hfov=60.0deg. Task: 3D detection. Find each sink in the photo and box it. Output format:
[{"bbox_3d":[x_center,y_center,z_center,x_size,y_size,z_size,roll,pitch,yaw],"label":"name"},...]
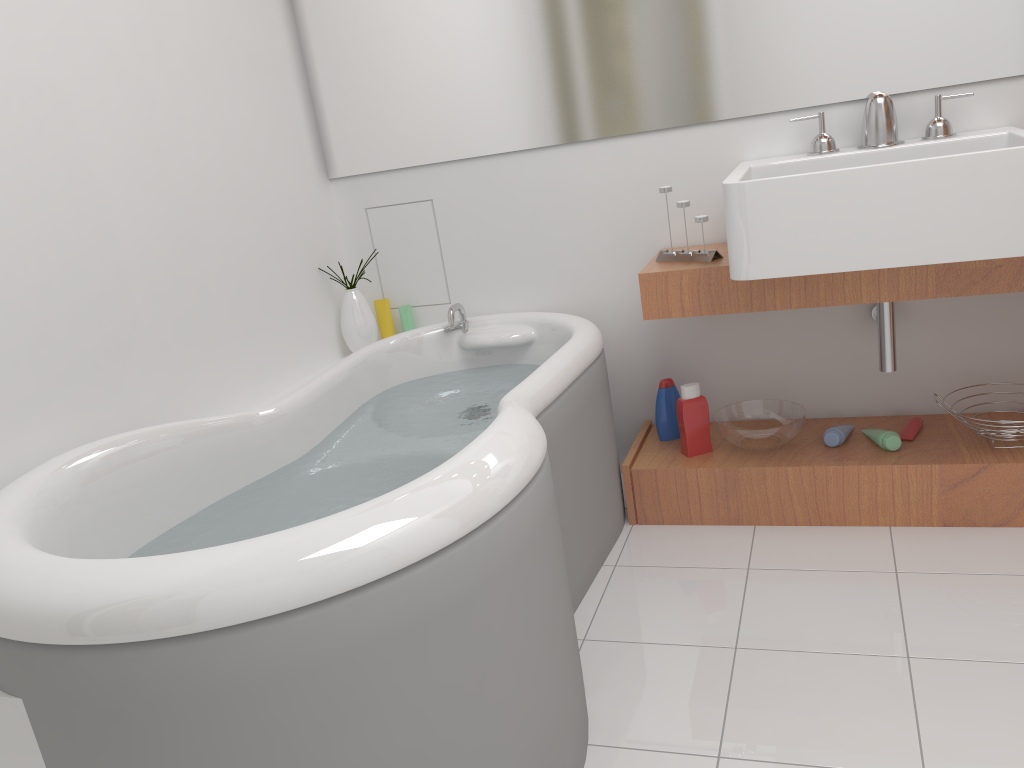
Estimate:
[{"bbox_3d":[0.882,-0.342,2.135,0.657,0.673,0.552,-3,17,20],"label":"sink"}]

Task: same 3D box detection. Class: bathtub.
[{"bbox_3d":[-0.284,0.293,2.048,1.055,0.674,1.863,-3,17,20],"label":"bathtub"}]

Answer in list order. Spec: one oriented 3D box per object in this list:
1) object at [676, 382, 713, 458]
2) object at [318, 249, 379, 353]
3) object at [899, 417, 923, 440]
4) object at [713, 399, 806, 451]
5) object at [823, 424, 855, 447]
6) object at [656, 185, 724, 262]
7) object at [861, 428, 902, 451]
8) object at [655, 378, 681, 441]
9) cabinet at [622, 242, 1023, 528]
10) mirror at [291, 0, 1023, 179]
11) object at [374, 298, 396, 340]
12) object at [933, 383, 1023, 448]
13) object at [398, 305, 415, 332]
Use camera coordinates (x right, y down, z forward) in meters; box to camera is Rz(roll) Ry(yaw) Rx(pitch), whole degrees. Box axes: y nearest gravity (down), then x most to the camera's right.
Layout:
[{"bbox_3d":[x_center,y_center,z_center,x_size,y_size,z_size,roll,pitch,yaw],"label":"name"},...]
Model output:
[{"bbox_3d":[0.503,0.100,2.454,0.079,0.207,0.046,-13,17,-13],"label":"object"},{"bbox_3d":[-0.481,-0.244,2.801,0.215,0.326,0.154,-21,20,-36],"label":"object"},{"bbox_3d":[1.072,0.123,2.384,0.042,0.037,0.133,4,21,38],"label":"object"},{"bbox_3d":[0.687,0.125,2.454,0.245,0.090,0.245,-11,16,-7],"label":"object"},{"bbox_3d":[0.896,0.123,2.435,0.059,0.052,0.187,1,19,31],"label":"object"},{"bbox_3d":[0.452,-0.423,2.316,0.059,0.203,0.182,-22,20,-36],"label":"object"},{"bbox_3d":[0.984,0.130,2.363,0.059,0.052,0.187,-8,16,5],"label":"object"},{"bbox_3d":[0.460,0.075,2.590,0.092,0.190,0.044,-13,17,-11],"label":"object"},{"bbox_3d":[1.097,-0.030,2.269,1.635,0.719,0.355,-3,17,20],"label":"cabinet"},{"bbox_3d":[0.542,-1.143,2.279,2.600,0.887,0.022,-3,17,20],"label":"mirror"},{"bbox_3d":[-0.415,-0.198,2.914,0.047,0.162,0.047,-23,21,-40],"label":"object"},{"bbox_3d":[1.243,0.084,2.227,0.291,0.126,0.291,-15,17,-20],"label":"object"},{"bbox_3d":[-0.338,-0.190,2.890,0.038,0.133,0.038,-20,20,-33],"label":"object"}]
